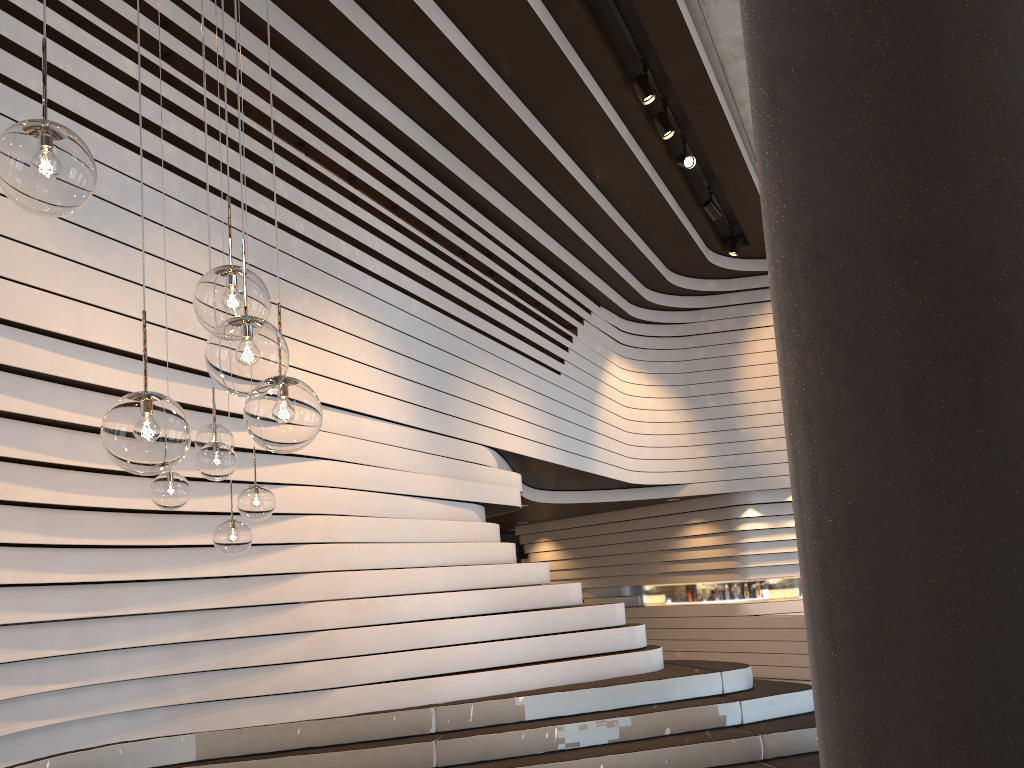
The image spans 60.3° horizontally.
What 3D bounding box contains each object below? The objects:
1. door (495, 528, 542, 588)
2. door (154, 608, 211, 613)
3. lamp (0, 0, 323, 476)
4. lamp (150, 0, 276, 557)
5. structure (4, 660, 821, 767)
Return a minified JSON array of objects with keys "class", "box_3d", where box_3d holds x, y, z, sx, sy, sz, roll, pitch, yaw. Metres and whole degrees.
[{"class":"door","box_3d":[0.054,4.143,17.096,1.792,2.665,0.079,-9,-8,28]},{"class":"door","box_3d":[-2.679,2.474,7.449,0.980,2.077,0.163,-7,-8,24]},{"class":"lamp","box_3d":[-0.820,-2.144,2.007,0.313,4.677,0.663,-8,-8,31]},{"class":"lamp","box_3d":[-1.448,-1.554,4.080,0.530,4.650,0.338,-2,-7,-15]},{"class":"structure","box_3d":[-2.232,1.468,0.456,5.817,0.914,18.373,-8,-13,19]}]
